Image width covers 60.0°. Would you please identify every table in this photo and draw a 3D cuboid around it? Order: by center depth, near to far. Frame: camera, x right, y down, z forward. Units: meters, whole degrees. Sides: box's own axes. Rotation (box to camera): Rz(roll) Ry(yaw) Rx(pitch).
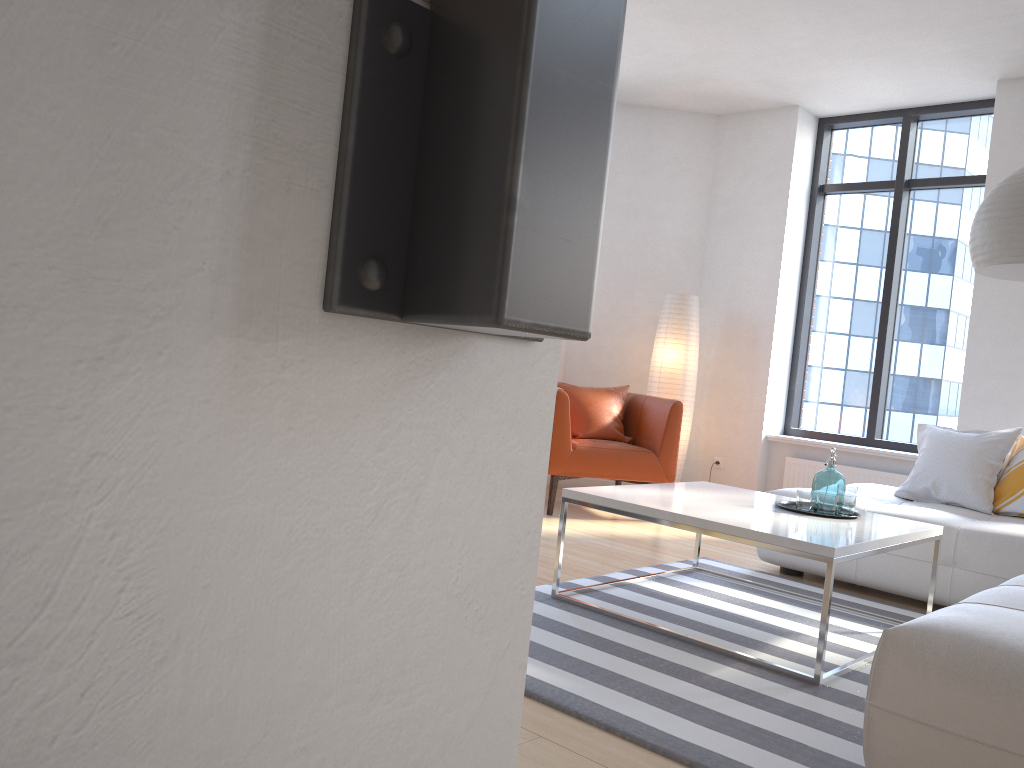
[{"bbox_3d":[0.941,0.705,3.521,1.091,0.435,1.091,7,2,42],"label":"table"}]

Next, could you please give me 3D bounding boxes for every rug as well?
[{"bbox_3d":[0.851,0.923,3.270,1.662,0.016,2.326,7,2,42],"label":"rug"}]

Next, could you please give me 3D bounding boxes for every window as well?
[{"bbox_3d":[2.716,-0.743,6.323,1.310,2.402,0.170,7,2,42],"label":"window"}]

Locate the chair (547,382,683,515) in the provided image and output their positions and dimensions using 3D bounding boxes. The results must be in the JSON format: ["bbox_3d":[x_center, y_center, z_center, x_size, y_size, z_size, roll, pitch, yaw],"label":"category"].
[{"bbox_3d":[0.546,0.410,5.986,0.896,0.858,0.843,6,1,-16],"label":"chair"}]

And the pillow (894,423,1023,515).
[{"bbox_3d":[2.494,0.452,3.865,0.580,0.456,2.156,6,1,-22],"label":"pillow"}]

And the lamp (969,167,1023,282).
[{"bbox_3d":[3.290,-0.149,3.681,3.199,2.647,0.710,6,1,-12],"label":"lamp"}]

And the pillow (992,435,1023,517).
[{"bbox_3d":[2.543,0.481,3.551,0.630,0.440,2.095,6,1,-1],"label":"pillow"}]

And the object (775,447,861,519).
[{"bbox_3d":[1.248,0.384,3.584,0.330,0.265,0.330,6,1,-24],"label":"object"}]

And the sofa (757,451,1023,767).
[{"bbox_3d":[1.900,0.674,3.282,2.614,0.732,3.424,7,2,42],"label":"sofa"}]

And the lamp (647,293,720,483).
[{"bbox_3d":[1.385,0.144,6.453,0.804,1.550,0.502,6,1,2],"label":"lamp"}]

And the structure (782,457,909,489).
[{"bbox_3d":[2.352,0.802,6.090,1.015,0.460,0.110,7,2,42],"label":"structure"}]
